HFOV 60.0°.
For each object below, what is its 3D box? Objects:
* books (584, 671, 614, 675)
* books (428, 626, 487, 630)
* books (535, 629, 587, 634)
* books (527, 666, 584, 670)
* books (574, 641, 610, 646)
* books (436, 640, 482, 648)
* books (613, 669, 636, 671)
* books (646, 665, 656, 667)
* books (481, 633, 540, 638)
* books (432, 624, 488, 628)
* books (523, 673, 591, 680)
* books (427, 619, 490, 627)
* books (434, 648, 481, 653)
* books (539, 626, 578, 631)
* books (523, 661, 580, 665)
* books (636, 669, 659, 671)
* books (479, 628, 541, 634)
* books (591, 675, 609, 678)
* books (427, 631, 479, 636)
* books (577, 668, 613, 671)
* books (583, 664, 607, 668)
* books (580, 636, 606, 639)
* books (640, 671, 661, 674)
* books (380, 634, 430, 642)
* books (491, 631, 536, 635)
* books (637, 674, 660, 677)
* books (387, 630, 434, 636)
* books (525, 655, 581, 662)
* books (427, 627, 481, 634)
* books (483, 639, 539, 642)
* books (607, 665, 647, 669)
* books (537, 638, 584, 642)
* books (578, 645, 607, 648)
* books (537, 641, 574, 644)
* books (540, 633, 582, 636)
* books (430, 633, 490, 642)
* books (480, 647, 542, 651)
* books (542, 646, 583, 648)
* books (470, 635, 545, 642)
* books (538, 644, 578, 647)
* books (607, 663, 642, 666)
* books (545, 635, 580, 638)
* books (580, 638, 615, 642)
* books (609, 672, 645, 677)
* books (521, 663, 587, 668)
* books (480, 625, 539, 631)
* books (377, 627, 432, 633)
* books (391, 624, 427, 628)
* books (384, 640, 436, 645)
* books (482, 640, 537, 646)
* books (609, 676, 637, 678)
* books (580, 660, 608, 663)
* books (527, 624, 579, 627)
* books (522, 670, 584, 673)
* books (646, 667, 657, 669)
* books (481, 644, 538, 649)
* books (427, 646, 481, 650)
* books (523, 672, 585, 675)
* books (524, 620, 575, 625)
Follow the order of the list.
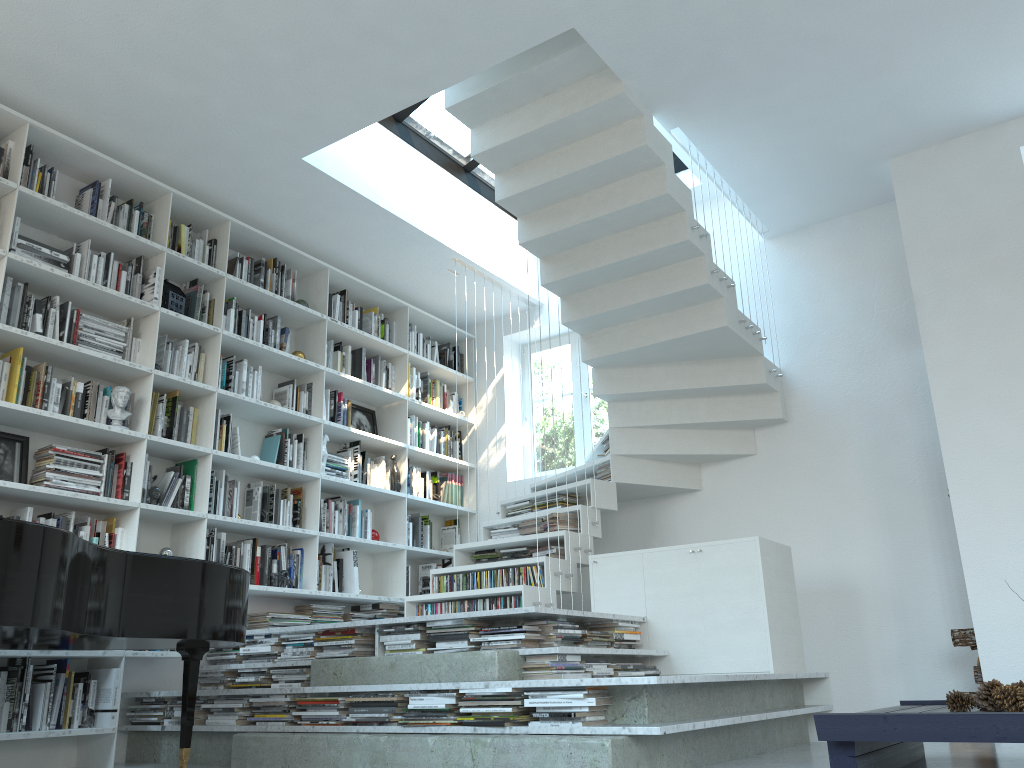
[{"bbox_3d":[0.351,1.350,4.136,0.170,0.019,0.232,-12,-21,27],"label":"books"},{"bbox_3d":[-0.247,1.166,4.226,0.261,0.007,0.172,-13,-22,30],"label":"books"},{"bbox_3d":[0.211,1.175,4.189,0.190,0.015,0.231,-16,-23,36],"label":"books"},{"bbox_3d":[0.188,1.258,3.921,0.168,0.012,0.210,-16,-23,36],"label":"books"},{"bbox_3d":[0.359,1.292,4.403,0.177,0.015,0.215,-14,-22,33],"label":"books"},{"bbox_3d":[-0.239,1.236,4.213,0.189,0.028,0.156,-14,-22,33],"label":"books"},{"bbox_3d":[0.493,1.415,4.377,0.129,0.009,0.273,-15,-23,35],"label":"books"},{"bbox_3d":[0.640,1.462,4.594,0.131,0.007,0.215,-15,-23,34],"label":"books"},{"bbox_3d":[-0.004,1.161,4.083,0.242,0.012,0.137,-14,-22,33],"label":"books"},{"bbox_3d":[-0.247,1.158,4.229,0.208,0.008,0.170,-15,-23,35],"label":"books"},{"bbox_3d":[0.200,1.289,3.903,0.200,0.023,0.263,-13,-22,30],"label":"books"},{"bbox_3d":[-0.256,1.141,4.222,0.238,0.022,0.189,-16,-23,37],"label":"books"},{"bbox_3d":[-0.239,1.265,4.202,0.231,0.020,0.142,-16,-23,37],"label":"books"},{"bbox_3d":[0.190,1.165,4.208,0.154,0.018,0.221,-14,-22,33],"label":"books"},{"bbox_3d":[0.174,1.239,3.937,0.132,0.010,0.257,-16,-23,36],"label":"books"},{"bbox_3d":[0.645,1.481,4.585,0.133,0.007,0.225,-16,-23,36],"label":"books"},{"bbox_3d":[-0.007,1.139,4.086,0.269,0.009,0.132,-16,-23,36],"label":"books"},{"bbox_3d":[0.340,1.369,4.139,0.153,0.015,0.208,-13,-22,30],"label":"books"},{"bbox_3d":[-0.248,1.190,4.216,0.251,0.009,0.187,-14,-22,32],"label":"books"},{"bbox_3d":[0.342,1.338,4.147,0.158,0.012,0.273,-13,-22,30],"label":"books"},{"bbox_3d":[0.333,1.326,4.157,0.134,0.018,0.211,-15,-23,35],"label":"books"},{"bbox_3d":[0.352,1.268,4.415,0.160,0.010,0.180,-15,-23,34],"label":"books"},{"bbox_3d":[0.648,1.492,4.580,0.151,0.017,0.234,-14,-22,33],"label":"books"},{"bbox_3d":[-0.499,1.256,4.378,0.250,0.029,0.175,-13,-22,30],"label":"books"},{"bbox_3d":[0.008,1.155,4.104,0.190,0.011,0.091,-13,-22,30],"label":"books"},{"bbox_3d":[0.650,1.504,4.574,0.160,0.010,0.180,-14,-22,32],"label":"books"},{"bbox_3d":[-0.494,1.236,4.393,0.208,0.017,0.145,-12,-21,27],"label":"books"},{"bbox_3d":[0.185,1.219,3.935,0.157,0.025,0.234,-12,-21,27],"label":"books"},{"bbox_3d":[-0.247,1.175,4.223,0.281,0.013,0.168,-12,-21,29],"label":"books"},{"bbox_3d":[-0.006,1.181,4.073,0.227,0.006,0.134,-16,-23,36],"label":"books"},{"bbox_3d":[0.514,1.397,4.367,0.190,0.018,0.288,-13,-22,31],"label":"books"},{"bbox_3d":[0.206,1.210,4.182,0.189,0.013,0.215,-13,-22,31],"label":"books"},{"bbox_3d":[0.346,1.309,4.407,0.134,0.014,0.294,-12,-21,29],"label":"books"},{"bbox_3d":[0.186,1.226,4.191,0.131,0.012,0.208,-12,-21,28],"label":"books"},{"bbox_3d":[0.194,1.191,4.197,0.153,0.009,0.261,-15,-23,35],"label":"books"},{"bbox_3d":[-0.245,1.208,4.214,0.230,0.026,0.178,-14,-22,32],"label":"books"},{"bbox_3d":[-0.003,1.216,4.064,0.250,0.009,0.144,-14,-22,32],"label":"books"},{"bbox_3d":[0.203,1.247,4.173,0.178,0.015,0.217,-13,-22,30],"label":"books"},{"bbox_3d":[-0.017,1.167,4.060,0.297,0.014,0.185,-13,-22,31],"label":"books"},{"bbox_3d":[0.191,1.237,4.185,0.148,0.012,0.228,-13,-22,30],"label":"books"},{"bbox_3d":[0.502,1.385,4.370,0.177,0.008,0.275,-14,-22,32],"label":"books"},{"bbox_3d":[0.197,1.200,4.192,0.168,0.012,0.210,-14,-22,33],"label":"books"},{"bbox_3d":[0.371,1.275,4.400,0.188,0.014,0.274,-12,-21,27],"label":"books"},{"bbox_3d":[0.513,1.427,4.359,0.177,0.018,0.251,-15,-23,35],"label":"books"},{"bbox_3d":[0.184,1.247,3.927,0.159,0.012,0.293,-15,-23,35],"label":"books"},{"bbox_3d":[-0.009,1.128,4.087,0.228,0.014,0.149,-13,-22,30],"label":"books"},{"bbox_3d":[-0.507,1.216,4.380,0.257,0.014,0.192,-12,-21,28],"label":"books"},{"bbox_3d":[-0.491,1.210,4.408,0.181,0.014,0.134,-16,-23,37],"label":"books"},{"bbox_3d":[-0.501,1.275,4.367,0.188,0.015,0.178,-16,-23,36],"label":"books"},{"bbox_3d":[-0.009,1.189,4.064,0.208,0.015,0.153,-12,-21,29],"label":"books"},{"bbox_3d":[0.496,1.445,4.365,0.144,0.009,0.250,-13,-22,31],"label":"books"},{"bbox_3d":[0.335,1.305,4.162,0.149,0.013,0.220,-13,-22,31],"label":"books"},{"bbox_3d":[0.196,1.150,4.207,0.159,0.009,0.229,-12,-21,28],"label":"books"},{"bbox_3d":[0.183,1.272,3.920,0.159,0.008,0.286,-13,-22,30],"label":"books"},{"bbox_3d":[0.640,1.472,4.591,0.133,0.014,0.229,-13,-22,31],"label":"books"},{"bbox_3d":[-0.012,1.201,4.055,0.212,0.014,0.161,-16,-23,36],"label":"books"},{"bbox_3d":[-0.241,1.251,4.203,0.293,0.007,0.155,-15,-23,35],"label":"books"},{"bbox_3d":[0.183,1.279,3.918,0.165,0.006,0.265,-14,-22,33],"label":"books"},{"bbox_3d":[0.179,1.143,4.222,0.129,0.016,0.261,-13,-22,31],"label":"books"}]
